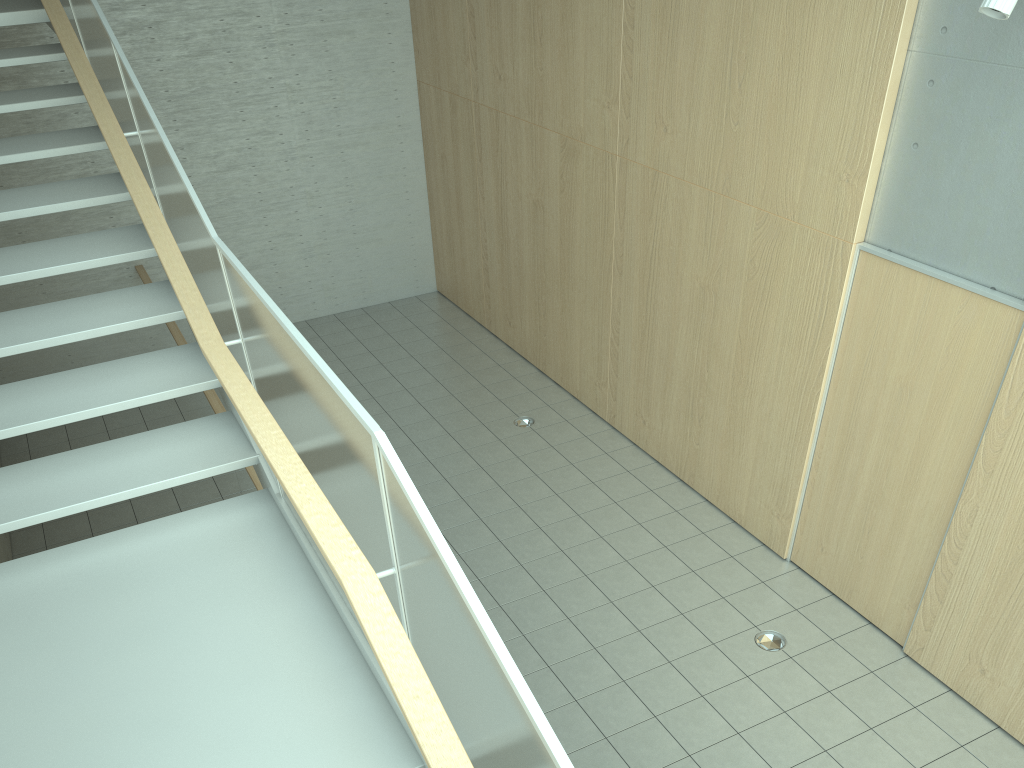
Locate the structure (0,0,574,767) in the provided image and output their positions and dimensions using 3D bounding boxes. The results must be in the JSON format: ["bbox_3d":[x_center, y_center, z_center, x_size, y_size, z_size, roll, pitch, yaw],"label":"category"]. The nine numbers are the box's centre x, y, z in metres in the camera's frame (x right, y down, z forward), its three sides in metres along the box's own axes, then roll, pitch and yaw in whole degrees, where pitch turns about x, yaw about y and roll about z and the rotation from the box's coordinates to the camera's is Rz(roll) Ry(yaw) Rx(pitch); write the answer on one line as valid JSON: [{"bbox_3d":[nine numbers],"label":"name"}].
[{"bbox_3d":[-1.592,0.523,3.054,1.822,4.933,11.227,-20,36,-24],"label":"structure"}]

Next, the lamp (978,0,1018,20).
[{"bbox_3d":[1.886,-1.509,3.233,0.215,0.227,0.131,-30,43,-35],"label":"lamp"}]
